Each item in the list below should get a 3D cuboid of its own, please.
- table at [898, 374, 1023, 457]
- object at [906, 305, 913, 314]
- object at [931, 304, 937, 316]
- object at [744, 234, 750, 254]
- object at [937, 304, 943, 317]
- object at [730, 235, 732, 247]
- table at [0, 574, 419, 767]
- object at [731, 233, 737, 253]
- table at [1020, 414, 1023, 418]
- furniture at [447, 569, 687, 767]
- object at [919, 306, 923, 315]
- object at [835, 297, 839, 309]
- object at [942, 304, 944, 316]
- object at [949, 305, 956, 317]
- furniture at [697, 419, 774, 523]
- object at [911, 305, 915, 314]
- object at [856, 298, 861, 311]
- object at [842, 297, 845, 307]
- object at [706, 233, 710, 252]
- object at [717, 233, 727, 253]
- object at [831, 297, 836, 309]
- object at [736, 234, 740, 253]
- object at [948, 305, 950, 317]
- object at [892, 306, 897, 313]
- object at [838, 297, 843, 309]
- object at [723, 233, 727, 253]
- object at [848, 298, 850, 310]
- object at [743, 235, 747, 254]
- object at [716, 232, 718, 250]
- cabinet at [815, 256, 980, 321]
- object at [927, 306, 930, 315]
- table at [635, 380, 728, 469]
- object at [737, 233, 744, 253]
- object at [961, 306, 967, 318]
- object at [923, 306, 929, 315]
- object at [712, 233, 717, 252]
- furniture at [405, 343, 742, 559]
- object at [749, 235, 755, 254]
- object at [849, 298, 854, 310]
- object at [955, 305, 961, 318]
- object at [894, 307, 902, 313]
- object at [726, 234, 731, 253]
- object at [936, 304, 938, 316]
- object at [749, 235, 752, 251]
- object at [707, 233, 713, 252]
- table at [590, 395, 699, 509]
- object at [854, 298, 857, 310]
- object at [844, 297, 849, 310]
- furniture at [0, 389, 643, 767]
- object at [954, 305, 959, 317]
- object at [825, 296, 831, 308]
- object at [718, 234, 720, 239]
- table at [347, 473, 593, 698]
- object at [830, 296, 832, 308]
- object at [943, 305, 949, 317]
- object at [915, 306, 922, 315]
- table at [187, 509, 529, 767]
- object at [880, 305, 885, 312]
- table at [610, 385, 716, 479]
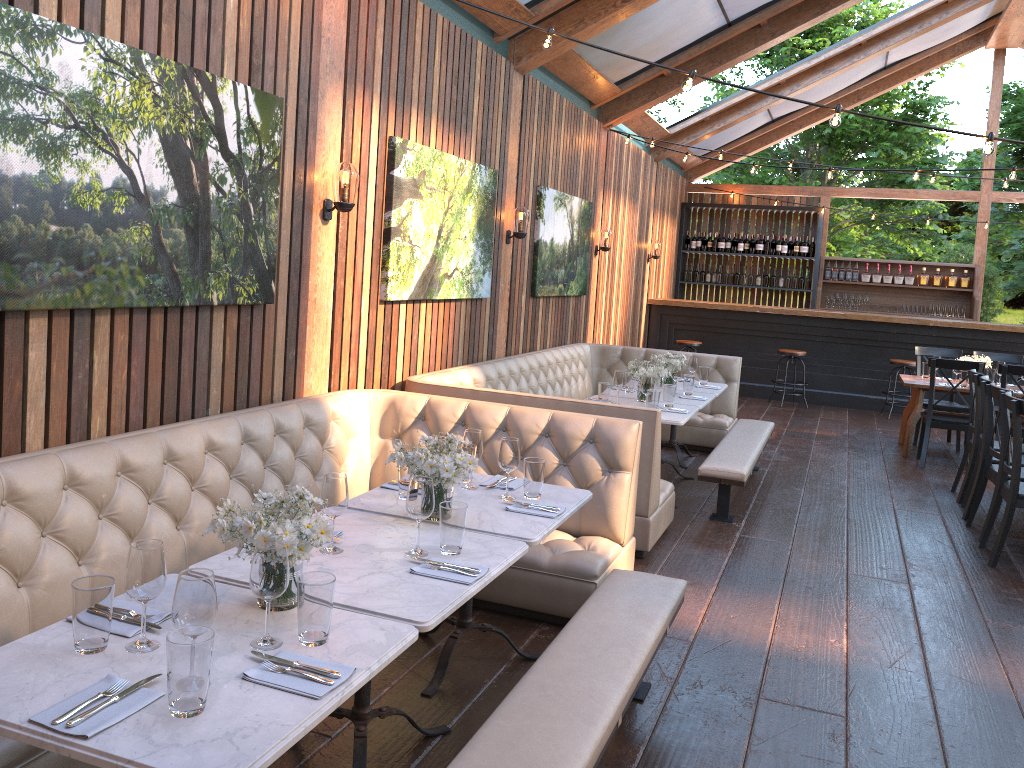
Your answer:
[{"bbox_3d":[5.076,0.433,8.609,2.436,0.726,0.954,6,7,20],"label":"table"},{"bbox_3d":[6.078,-1.139,13.550,0.097,0.134,0.097,4,5,7],"label":"object"},{"bbox_3d":[6.329,-1.110,13.262,0.073,0.180,0.074,3,4,-5],"label":"object"},{"bbox_3d":[3.781,-2.249,14.230,0.078,0.311,0.078,5,4,16],"label":"object"},{"bbox_3d":[6.401,-1.100,13.225,0.073,0.180,0.074,3,4,-5],"label":"object"},{"bbox_3d":[3.549,-2.285,14.428,0.075,0.301,0.075,7,5,37],"label":"object"},{"bbox_3d":[-0.759,0.953,2.053,0.800,0.669,0.802,6,6,19],"label":"table"},{"bbox_3d":[3.583,-2.272,14.256,0.081,0.322,0.081,4,4,-1],"label":"object"},{"bbox_3d":[4.093,0.722,5.957,0.952,0.726,2.441,6,8,20],"label":"table"},{"bbox_3d":[0.148,1.078,2.588,0.313,0.397,2.338,6,8,20],"label":"furniture"},{"bbox_3d":[6.292,-1.131,13.590,0.097,0.134,0.097,4,5,7],"label":"object"},{"bbox_3d":[5.094,-1.269,13.835,0.070,0.184,0.070,6,5,25],"label":"object"},{"bbox_3d":[6.495,-1.104,13.298,0.073,0.180,0.074,3,4,-5],"label":"object"},{"bbox_3d":[6.557,-1.084,13.176,0.073,0.180,0.074,3,4,-5],"label":"object"},{"bbox_3d":[1.756,0.622,6.809,0.313,0.397,2.338,6,8,20],"label":"furniture"},{"bbox_3d":[6.188,-1.145,13.645,0.097,0.134,0.097,4,5,7],"label":"object"},{"bbox_3d":[5.341,-1.228,13.650,0.070,0.184,0.070,6,5,25],"label":"object"},{"bbox_3d":[5.174,-1.260,13.811,0.070,0.184,0.070,6,5,25],"label":"object"},{"bbox_3d":[3.233,-2.323,14.524,0.077,0.308,0.078,4,4,-1],"label":"object"},{"bbox_3d":[3.415,-2.294,14.386,0.136,0.314,0.137,2,5,-18],"label":"object"},{"bbox_3d":[5.003,-1.266,13.770,0.070,0.184,0.070,6,5,25],"label":"object"},{"bbox_3d":[3.662,-2.274,14.358,0.136,0.314,0.137,2,5,-18],"label":"object"},{"bbox_3d":[6.572,-1.096,13.278,0.073,0.180,0.074,3,4,-5],"label":"object"},{"bbox_3d":[5.968,-1.158,13.769,0.124,0.096,0.124,8,7,32],"label":"object"},{"bbox_3d":[5.094,-1.256,13.737,0.070,0.184,0.070,6,5,25],"label":"object"},{"bbox_3d":[3.474,-2.311,14.498,0.081,0.322,0.081,4,4,-1],"label":"object"},{"bbox_3d":[5.262,-1.250,13.775,0.070,0.184,0.070,6,5,25],"label":"object"},{"bbox_3d":[3.785,-2.267,14.374,0.077,0.308,0.078,4,4,-1],"label":"object"},{"bbox_3d":[3.344,-2.323,14.498,0.087,0.333,0.088,4,4,1],"label":"object"},{"bbox_3d":[5.859,-0.869,13.639,2.279,2.084,0.495,6,4,21],"label":"cabinet"},{"bbox_3d":[6.398,-1.119,13.552,0.097,0.134,0.097,4,5,7],"label":"object"},{"bbox_3d":[1.428,0.332,7.798,0.800,0.669,0.802,6,6,20],"label":"table"},{"bbox_3d":[3.681,-2.265,14.226,0.087,0.333,0.088,4,4,1],"label":"object"},{"bbox_3d":[6.694,-1.066,13.112,0.073,0.180,0.074,3,4,-5],"label":"object"},{"bbox_3d":[6.301,-1.115,13.478,0.097,0.134,0.097,4,5,7],"label":"object"},{"bbox_3d":[3.295,-2.293,14.363,0.075,0.301,0.075,7,5,37],"label":"object"},{"bbox_3d":[0.736,0.273,7.189,1.713,0.855,4.174,6,8,20],"label":"furniture"},{"bbox_3d":[3.849,-2.234,14.156,0.077,0.308,0.078,4,4,-1],"label":"object"},{"bbox_3d":[5.247,-1.237,13.670,0.070,0.184,0.070,6,5,25],"label":"object"},{"bbox_3d":[6.637,-1.077,13.163,0.073,0.180,0.074,3,4,-5],"label":"object"},{"bbox_3d":[5.936,-1.140,13.617,0.124,0.096,0.124,8,7,32],"label":"object"},{"bbox_3d":[3.509,-2.275,14.314,0.077,0.305,0.077,7,5,37],"label":"object"},{"bbox_3d":[6.419,-1.111,13.317,0.073,0.180,0.074,3,4,-5],"label":"object"},{"bbox_3d":[3.861,-2.249,14.273,0.078,0.311,0.078,5,4,16],"label":"object"},{"bbox_3d":[3.233,-2.311,14.431,0.078,0.311,0.078,5,4,16],"label":"object"},{"bbox_3d":[0.848,0.497,6.274,0.800,0.669,0.802,6,6,19],"label":"table"},{"bbox_3d":[5.338,-1.240,13.741,0.070,0.184,0.070,6,5,25],"label":"object"},{"bbox_3d":[5.183,-1.248,13.725,0.070,0.184,0.070,6,5,25],"label":"object"},{"bbox_3d":[-0.872,0.730,2.965,1.713,0.855,4.174,6,8,20],"label":"furniture"},{"bbox_3d":[6.652,-1.086,13.239,0.073,0.180,0.074,3,4,-5],"label":"object"},{"bbox_3d":[4.925,-1.276,13.807,0.070,0.184,0.070,6,5,25],"label":"object"},{"bbox_3d":[3.401,-2.316,14.568,0.077,0.305,0.077,7,5,37],"label":"object"},{"bbox_3d":[-0.179,0.788,3.577,0.800,0.669,0.802,6,6,20],"label":"table"},{"bbox_3d":[5.009,-1.277,13.857,0.070,0.184,0.070,6,5,25],"label":"object"},{"bbox_3d":[6.481,-1.092,13.205,0.073,0.180,0.074,3,4,-5],"label":"object"},{"bbox_3d":[6.191,-1.125,13.501,0.097,0.134,0.097,4,5,7],"label":"object"},{"bbox_3d":[-0.469,0.870,2.815,0.800,0.669,0.802,6,6,21],"label":"table"},{"bbox_3d":[5.758,-1.178,13.816,0.124,0.096,0.124,8,7,32],"label":"object"},{"bbox_3d":[1.138,0.414,7.036,0.800,0.669,0.802,6,6,21],"label":"table"}]
